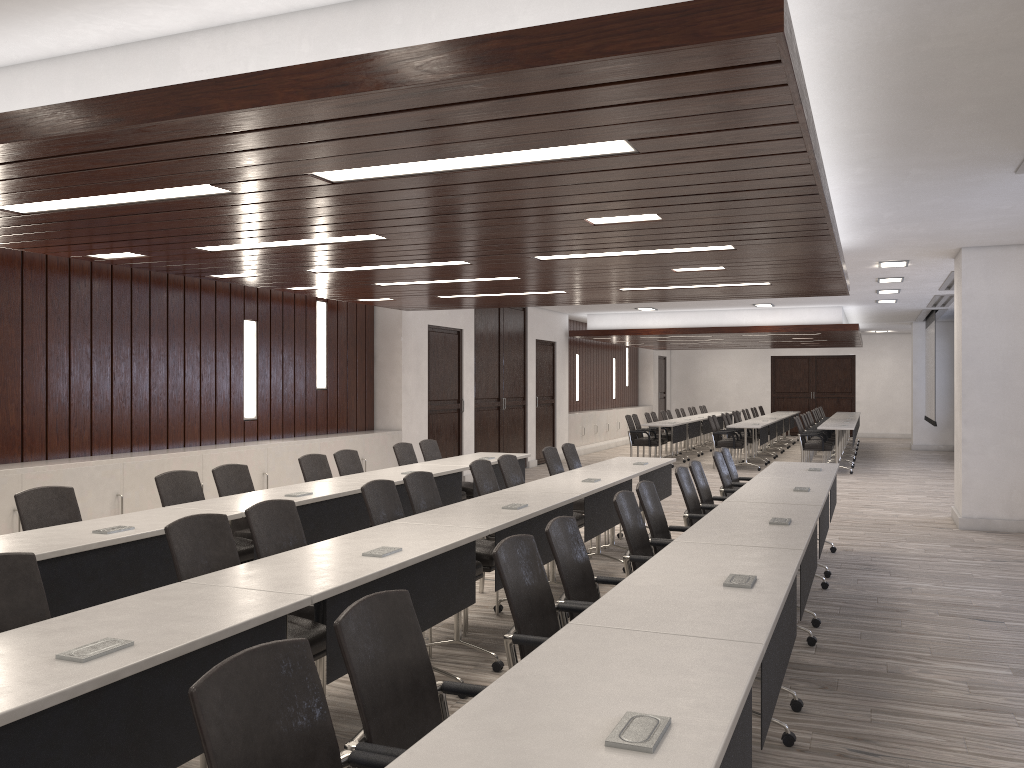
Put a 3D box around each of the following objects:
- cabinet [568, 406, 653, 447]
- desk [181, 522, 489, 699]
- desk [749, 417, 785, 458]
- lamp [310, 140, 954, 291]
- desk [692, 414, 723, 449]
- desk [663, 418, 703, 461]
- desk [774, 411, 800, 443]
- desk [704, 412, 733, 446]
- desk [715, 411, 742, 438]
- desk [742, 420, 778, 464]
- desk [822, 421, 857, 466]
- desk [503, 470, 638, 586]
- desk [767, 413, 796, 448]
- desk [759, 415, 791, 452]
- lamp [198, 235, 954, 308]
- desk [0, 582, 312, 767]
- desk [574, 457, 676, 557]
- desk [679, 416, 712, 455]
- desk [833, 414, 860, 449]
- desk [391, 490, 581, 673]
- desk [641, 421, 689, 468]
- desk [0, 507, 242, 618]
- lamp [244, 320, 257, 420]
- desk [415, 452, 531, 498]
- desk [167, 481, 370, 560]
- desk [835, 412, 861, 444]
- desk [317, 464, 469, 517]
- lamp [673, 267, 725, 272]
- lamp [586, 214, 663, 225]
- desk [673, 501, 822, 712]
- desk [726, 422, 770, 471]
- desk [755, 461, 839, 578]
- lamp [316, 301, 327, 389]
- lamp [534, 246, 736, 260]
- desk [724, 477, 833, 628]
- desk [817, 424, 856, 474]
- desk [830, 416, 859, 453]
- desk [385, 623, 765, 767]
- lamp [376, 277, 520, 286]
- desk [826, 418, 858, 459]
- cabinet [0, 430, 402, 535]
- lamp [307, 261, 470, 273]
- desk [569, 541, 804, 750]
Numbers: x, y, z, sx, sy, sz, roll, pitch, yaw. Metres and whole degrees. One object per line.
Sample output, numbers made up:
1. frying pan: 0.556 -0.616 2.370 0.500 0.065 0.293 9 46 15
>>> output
1. cabinet: 2.405 0.967 21.616 0.476 0.698 7.540 0 0 22
2. desk: -0.666 1.110 3.843 0.577 0.795 1.509 0 0 22
3. desk: 5.425 1.116 18.840 0.577 0.795 1.509 0 0 22
4. lamp: 3.339 -1.241 8.306 1.499 0.552 12.001 0 0 39
5. desk: 4.591 1.117 20.822 0.577 0.795 1.509 0 0 22
6. desk: 3.448 1.116 18.009 0.577 0.795 1.509 0 0 22
7. desk: 7.146 1.118 23.075 0.577 0.795 1.509 0 0 22
8. desk: 5.165 1.118 22.235 0.577 0.795 1.509 0 0 22
9. desk: 5.738 1.119 23.646 0.577 0.795 1.509 0 0 22
10. desk: 4.856 1.116 17.437 0.577 0.795 1.509 0 0 22
11. desk: 6.243 1.116 16.874 0.577 0.795 1.509 0 0 22
12. desk: 0.482 1.111 6.667 0.577 0.795 1.509 0 0 22
13. desk: 6.573 1.118 21.664 0.577 0.795 1.509 0 0 22
14. desk: 5.998 1.117 20.250 0.577 0.795 1.509 0 0 22
15. lamp: 3.224 -1.239 10.864 1.469 0.552 14.295 0 0 45
16. desk: -1.235 1.110 2.440 0.577 0.795 1.509 0 0 22
17. desk: 1.055 1.112 8.078 0.577 0.795 1.509 0 0 22
18. desk: 4.018 1.117 19.411 0.577 0.795 1.509 0 0 22
19. desk: 7.960 1.117 21.100 0.577 0.795 1.509 0 0 22
20. desk: -0.093 1.111 5.254 0.577 0.795 1.509 0 0 22
21. desk: 2.875 1.116 16.598 0.577 0.795 1.509 0 0 22
22. desk: -2.073 1.110 4.414 0.577 0.795 1.509 0 0 22
23. lamp: -2.840 -0.148 9.487 0.094 1.058 0.236 0 0 22
24. desk: -0.353 1.112 8.649 0.577 0.795 1.509 0 0 22
25. desk: -1.500 1.111 5.825 0.577 0.795 1.509 0 0 22
26. desk: 8.533 1.118 22.511 0.577 0.795 1.509 0 0 22
27. desk: -0.926 1.112 7.239 0.577 0.795 1.509 0 0 22
28. lamp: 1.565 -0.987 7.429 0.421 0.046 0.236 0 0 22
29. lamp: 0.654 -0.988 5.187 0.421 0.046 0.236 0 0 22
30. desk: 1.295 1.111 4.690 0.577 0.795 1.509 0 0 22
31. desk: 4.283 1.115 16.026 0.577 0.795 1.509 0 0 22
32. desk: 2.442 1.112 7.514 0.577 0.795 1.509 0 0 22
33. lamp: -2.343 -0.466 10.710 0.094 1.058 0.236 0 0 22
34. lamp: 0.870 -0.988 6.524 1.496 0.045 0.236 0 0 22
35. desk: 1.869 1.111 6.104 0.577 0.795 1.509 0 0 22
36. desk: 5.670 1.115 15.463 0.577 0.795 1.509 0 0 22
37. desk: 7.386 1.117 19.687 0.577 0.795 1.509 0 0 22
38. desk: 0.152 1.109 1.877 0.577 0.795 1.509 0 0 22
39. lamp: -0.625 -0.987 8.318 1.496 0.045 0.236 0 0 22
40. desk: 6.813 1.116 18.276 0.577 0.795 1.509 0 0 22
41. cabinet: -3.027 0.961 8.243 0.476 0.698 7.540 0 0 22
42. lamp: -1.039 -0.987 7.299 1.496 0.045 0.236 0 0 22
43. desk: 0.722 1.110 3.279 0.577 0.795 1.509 0 0 22
